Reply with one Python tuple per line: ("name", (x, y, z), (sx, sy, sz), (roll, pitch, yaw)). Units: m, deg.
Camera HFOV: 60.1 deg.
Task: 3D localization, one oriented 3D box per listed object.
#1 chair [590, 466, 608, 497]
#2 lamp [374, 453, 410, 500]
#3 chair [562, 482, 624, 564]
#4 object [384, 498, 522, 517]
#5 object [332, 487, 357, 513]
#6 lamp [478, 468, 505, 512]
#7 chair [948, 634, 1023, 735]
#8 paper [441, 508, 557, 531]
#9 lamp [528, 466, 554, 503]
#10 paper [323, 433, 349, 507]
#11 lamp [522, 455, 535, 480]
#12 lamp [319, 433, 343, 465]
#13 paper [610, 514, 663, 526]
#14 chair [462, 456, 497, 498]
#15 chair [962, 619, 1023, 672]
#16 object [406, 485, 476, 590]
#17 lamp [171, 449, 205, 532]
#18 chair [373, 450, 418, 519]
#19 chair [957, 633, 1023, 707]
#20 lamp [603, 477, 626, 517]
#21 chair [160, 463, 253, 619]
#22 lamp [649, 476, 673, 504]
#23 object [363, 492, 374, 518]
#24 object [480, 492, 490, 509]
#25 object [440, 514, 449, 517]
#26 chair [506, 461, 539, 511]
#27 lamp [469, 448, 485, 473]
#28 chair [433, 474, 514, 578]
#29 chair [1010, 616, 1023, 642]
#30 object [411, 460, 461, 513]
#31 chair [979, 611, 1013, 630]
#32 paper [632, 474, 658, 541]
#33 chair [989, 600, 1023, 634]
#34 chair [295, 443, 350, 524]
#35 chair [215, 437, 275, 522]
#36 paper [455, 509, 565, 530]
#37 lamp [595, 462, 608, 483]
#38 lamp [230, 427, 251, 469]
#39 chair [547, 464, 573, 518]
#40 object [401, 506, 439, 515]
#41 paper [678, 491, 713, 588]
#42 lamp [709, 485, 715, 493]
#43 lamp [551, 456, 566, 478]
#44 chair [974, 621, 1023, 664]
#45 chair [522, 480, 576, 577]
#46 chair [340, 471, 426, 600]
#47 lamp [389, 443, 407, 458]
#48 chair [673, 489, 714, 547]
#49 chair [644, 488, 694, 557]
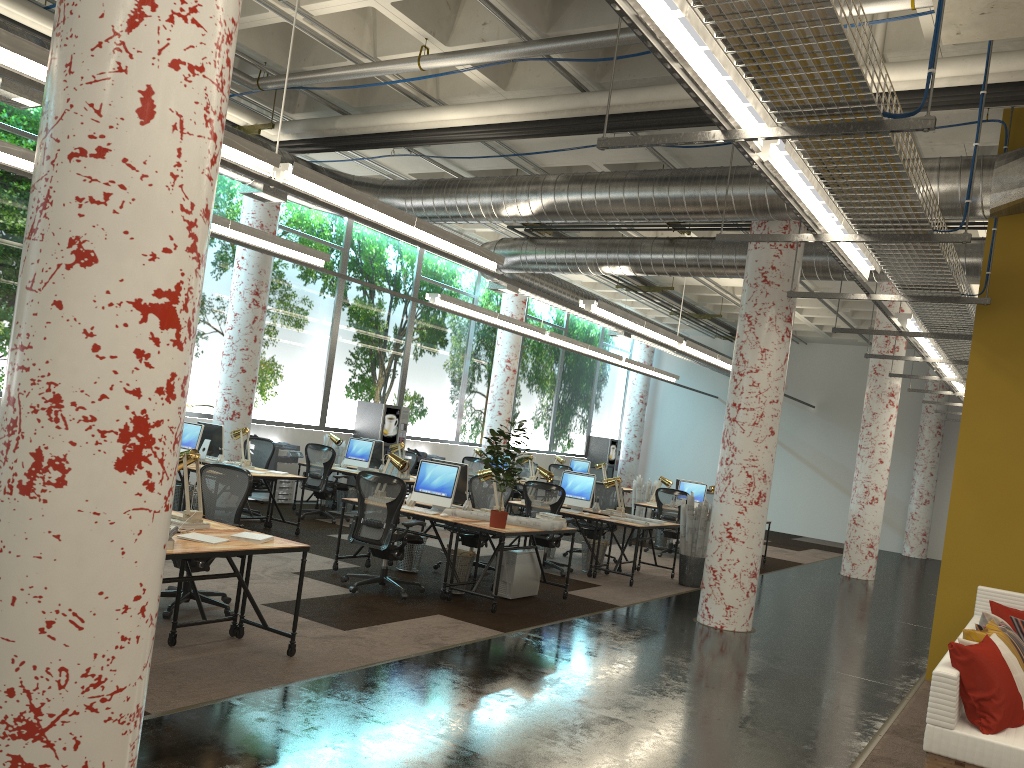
("chair", (1.841, 2.464, 20.614), (0.769, 1.085, 0.794), (8, -1, 16))
("lamp", (-1.274, 0.995, 8.968), (0.219, 0.610, 0.526), (8, -1, -38))
("chair", (1.198, 1.938, 12.519), (0.769, 1.085, 0.794), (8, -1, 16))
("object", (-1.012, 2.120, 15.446), (0.365, 0.437, 3.424), (7, -3, 41))
("object", (-2.639, 1.820, 14.072), (0.354, 0.435, 0.368), (8, -1, -23))
("lamp", (-0.164, 1.151, 9.025), (0.209, 0.610, 0.526), (8, -1, -38))
("chair", (2.505, 1.587, 4.680), (0.536, 0.444, 0.300), (9, -2, -42))
("paper", (-0.129, 1.284, 8.441), (1.133, 0.082, 0.083), (7, -2, 6))
("lamp", (0.303, 1.380, 11.671), (0.209, 0.610, 0.526), (8, -1, -38))
("paper", (-2.952, 1.416, 14.526), (0.440, 1.198, 0.413), (8, 0, 10))
("lamp", (0.363, 1.680, 17.061), (0.219, 0.610, 0.526), (8, -1, -38))
("lamp", (-2.823, 1.055, 13.613), (0.209, 0.610, 0.526), (8, -1, -38))
("paper", (1.565, 1.702, 11.105), (0.566, 0.061, 0.628), (6, -3, 29))
("chair", (-0.641, 1.885, 16.210), (0.769, 1.085, 0.794), (8, -1, 16))
("chair", (2.950, 1.689, 5.379), (0.315, 0.438, 0.548), (7, -2, 44))
("object", (-0.732, 1.522, 8.765), (0.846, 0.933, 0.105), (7, 0, 27))
("lamp", (-2.114, 0.729, 5.789), (0.219, 0.610, 0.526), (8, -1, -38))
("chair", (-1.928, 1.613, 14.461), (0.769, 1.085, 0.794), (8, -1, 16))
("chair", (2.774, 1.665, 5.039), (0.527, 0.401, 0.330), (9, -2, -39))
("lamp", (1.409, 1.535, 11.725), (0.209, 0.610, 0.526), (8, -1, -38))
("chair", (-2.329, 1.132, 6.579), (0.769, 1.085, 0.794), (8, -1, 16))
("lamp", (2.456, 1.857, 15.001), (0.219, 0.610, 0.526), (8, -1, -38))
("object", (-2.097, 1.848, 13.208), (0.357, 0.435, 0.354), (7, -1, 28))
("object", (-0.560, 2.290, 17.462), (0.357, 0.435, 0.354), (7, -1, 28))
("object", (-0.634, 1.236, 8.350), (0.059, 0.029, 0.107), (6, -3, 33))
("chair", (0.149, 2.082, 17.851), (0.769, 1.085, 0.794), (8, -1, 16))
("lamp", (-0.750, 1.523, 17.000), (0.219, 0.610, 0.526), (8, -1, -38))
("chair", (-0.375, 1.554, 9.818), (0.769, 1.085, 0.794), (8, -1, 16))
("chair", (3.775, 1.874, 6.168), (0.516, 0.392, 0.358), (8, -1, 1))
("object", (-0.739, 1.013, 8.704), (0.482, 0.485, 0.190), (7, -1, 32))
("chair", (3.387, 1.792, 6.110), (0.333, 0.437, 0.548), (7, -2, 37))
("paper", (2.331, 2.218, 15.917), (0.440, 1.198, 0.413), (8, 0, 10))
("chair", (3.771, 1.850, 6.463), (0.534, 0.437, 0.287), (8, -1, 4))
("chair", (-2.717, 1.416, 12.819), (0.769, 1.085, 0.794), (8, -1, 16))
("chair", (-3.556, 1.245, 11.803), (0.769, 1.085, 0.794), (8, -1, 16))
("paper", (-0.041, 1.304, 8.583), (1.134, 0.082, 0.083), (8, -2, -4))
("lamp", (2.055, 2.062, 19.824), (0.219, 0.610, 0.526), (8, -1, -38))
("lamp", (-3.345, 0.842, 11.010), (0.209, 0.610, 0.526), (8, -1, -38))
("chair", (1.051, 2.267, 18.972), (0.769, 1.085, 0.794), (8, -1, 16))
("object", (-0.908, 1.215, 8.529), (0.437, 0.017, 0.119), (6, -4, 32))
("paper", (2.313, 1.964, 11.259), (0.440, 1.198, 0.413), (8, 0, 10))
("lamp", (3.569, 2.013, 15.061), (0.219, 0.610, 0.526), (8, -1, -38))
("lamp", (0.942, 1.906, 19.763), (0.219, 0.610, 0.526), (8, -1, -38))
("chair", (3.226, 1.779, 5.723), (0.525, 0.408, 0.340), (10, -2, -42))
("chair", (0.409, 1.741, 10.877), (0.769, 1.085, 0.794), (8, -1, 16))
("chair", (-1.164, 1.356, 8.177), (0.769, 1.085, 0.794), (8, -1, 16))
("lamp", (-1.713, 1.211, 13.671), (0.219, 0.610, 0.526), (8, -1, -38))
("chair", (3.354, 2.415, 15.852), (0.769, 1.085, 0.794), (8, -1, 16))
("chair", (2.565, 2.218, 14.210), (0.769, 1.085, 0.794), (8, -1, 16))
